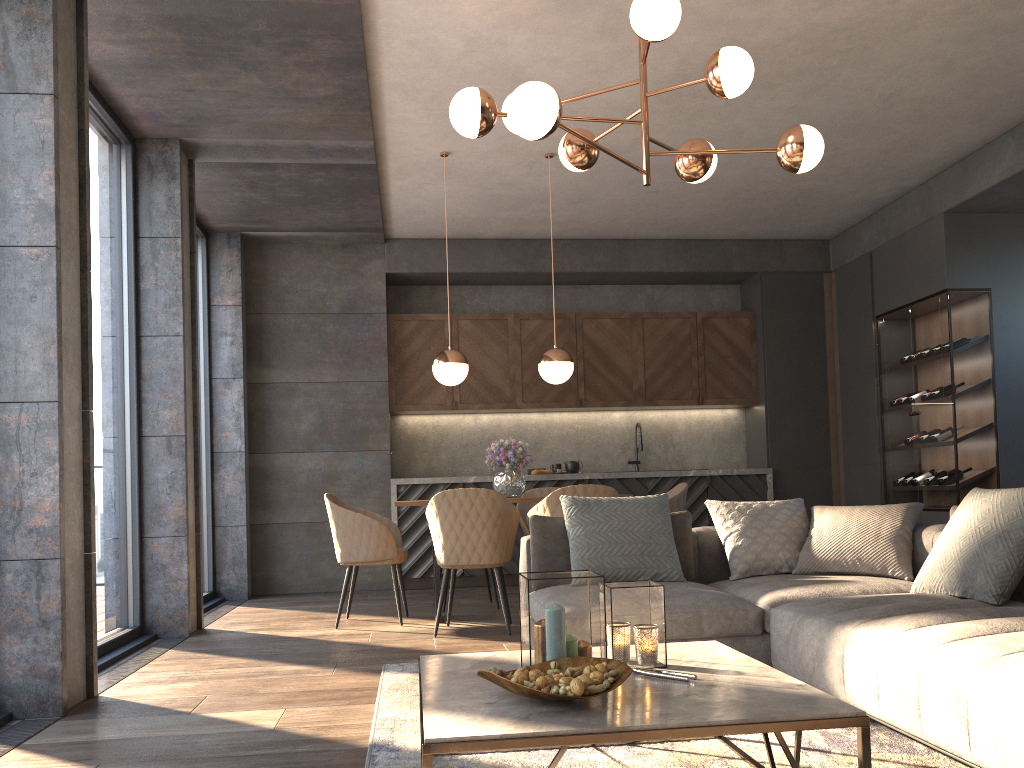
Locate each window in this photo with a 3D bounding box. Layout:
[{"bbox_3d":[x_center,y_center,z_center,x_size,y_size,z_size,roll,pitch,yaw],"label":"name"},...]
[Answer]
[{"bbox_3d":[-2.049,-0.200,3.556,0.199,2.982,7.316,-2,-6,-7],"label":"window"}]

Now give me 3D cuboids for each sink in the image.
[{"bbox_3d":[1.270,0.617,8.142,0.962,0.545,0.463,-1,-4,-7],"label":"sink"}]

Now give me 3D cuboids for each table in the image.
[{"bbox_3d":[0.237,0.905,2.247,0.930,0.307,0.937,-1,-7,-7],"label":"table"},{"bbox_3d":[-0.009,1.127,5.755,1.466,0.766,0.773,-1,-5,-7],"label":"table"}]

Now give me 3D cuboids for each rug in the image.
[{"bbox_3d":[0.432,1.114,2.693,1.728,0.020,3.165,-1,-7,-7],"label":"rug"}]

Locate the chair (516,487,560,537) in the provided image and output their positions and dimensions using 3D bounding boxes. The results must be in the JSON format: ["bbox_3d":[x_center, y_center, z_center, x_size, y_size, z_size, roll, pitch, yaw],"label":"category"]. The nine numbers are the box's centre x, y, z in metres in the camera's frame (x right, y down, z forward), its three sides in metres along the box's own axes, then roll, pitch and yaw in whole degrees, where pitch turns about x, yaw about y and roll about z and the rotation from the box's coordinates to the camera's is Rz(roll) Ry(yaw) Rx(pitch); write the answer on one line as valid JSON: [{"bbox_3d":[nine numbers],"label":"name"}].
[{"bbox_3d":[0.310,1.159,6.360,0.555,0.833,0.513,-1,-3,-7],"label":"chair"}]

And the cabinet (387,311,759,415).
[{"bbox_3d":[0.571,-0.195,8.169,3.391,0.863,0.371,-1,-3,-7],"label":"cabinet"}]

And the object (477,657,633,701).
[{"bbox_3d":[0.103,0.690,2.056,0.347,0.083,0.349,2,-8,-29],"label":"object"}]

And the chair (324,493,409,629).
[{"bbox_3d":[-0.922,1.109,5.653,0.510,0.833,0.558,-2,-3,-2],"label":"chair"}]

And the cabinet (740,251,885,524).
[{"bbox_3d":[2.910,0.319,7.995,1.187,2.744,1.208,-1,-3,-7],"label":"cabinet"}]

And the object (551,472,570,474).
[{"bbox_3d":[0.434,0.803,7.922,0.170,0.020,0.171,-4,-7,19],"label":"object"}]

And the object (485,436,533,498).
[{"bbox_3d":[-0.019,0.544,5.805,0.298,0.407,0.330,1,-5,-36],"label":"object"}]

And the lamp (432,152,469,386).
[{"bbox_3d":[-0.423,-0.755,5.805,0.239,1.538,0.240,-2,-2,-1],"label":"lamp"}]

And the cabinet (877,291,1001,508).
[{"bbox_3d":[3.318,0.173,6.935,0.337,1.578,1.004,-2,-3,-7],"label":"cabinet"}]

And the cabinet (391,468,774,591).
[{"bbox_3d":[0.630,1.292,8.005,3.391,0.947,0.604,-1,-3,-7],"label":"cabinet"}]

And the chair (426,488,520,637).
[{"bbox_3d":[-0.224,1.026,5.159,0.555,0.833,0.512,-2,-3,3],"label":"chair"}]

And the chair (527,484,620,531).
[{"bbox_3d":[0.383,1.017,5.232,0.555,0.833,0.513,-1,-3,-12],"label":"chair"}]

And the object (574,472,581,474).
[{"bbox_3d":[0.375,0.809,7.957,0.489,0.040,0.286,0,-7,-11],"label":"object"}]

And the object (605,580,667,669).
[{"bbox_3d":[0.330,0.660,2.431,0.148,0.220,0.150,-1,-4,-7],"label":"object"}]

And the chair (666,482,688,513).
[{"bbox_3d":[0.905,1.076,5.835,0.510,0.833,0.558,-2,-3,-2],"label":"chair"}]

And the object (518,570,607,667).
[{"bbox_3d":[0.131,0.635,2.342,0.199,0.260,0.197,-1,-4,-7],"label":"object"}]

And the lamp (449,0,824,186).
[{"bbox_3d":[0.425,-1.294,3.702,1.464,1.034,1.020,1,-5,-30],"label":"lamp"}]

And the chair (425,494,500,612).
[{"bbox_3d":[-0.338,1.172,6.308,0.555,0.833,0.513,-1,-3,-12],"label":"chair"}]

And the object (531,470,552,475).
[{"bbox_3d":[0.270,0.796,7.931,0.071,0.054,0.302,-5,-8,34],"label":"object"}]

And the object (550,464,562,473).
[{"bbox_3d":[0.406,0.782,8.089,0.090,0.103,0.112,-4,-5,26],"label":"object"}]

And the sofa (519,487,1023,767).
[{"bbox_3d":[1.192,0.768,3.216,2.022,0.780,2.931,-1,-7,-7],"label":"sofa"}]

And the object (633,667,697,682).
[{"bbox_3d":[0.385,0.741,2.257,0.182,0.012,0.046,-9,-10,44],"label":"object"}]

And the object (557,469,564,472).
[{"bbox_3d":[0.434,0.786,7.923,0.120,0.045,0.117,-2,-6,-2],"label":"object"}]

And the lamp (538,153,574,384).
[{"bbox_3d":[0.272,-0.767,5.885,0.239,1.538,0.240,-1,-2,-31],"label":"lamp"}]

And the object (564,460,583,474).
[{"bbox_3d":[0.559,0.763,8.105,0.136,0.137,0.153,1,-6,-34],"label":"object"}]

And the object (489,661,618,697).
[{"bbox_3d":[0.106,0.691,2.048,0.277,0.071,0.326,0,-7,-17],"label":"object"}]

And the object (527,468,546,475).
[{"bbox_3d":[0.225,0.802,8.074,0.157,0.068,0.117,1,-6,-22],"label":"object"}]
